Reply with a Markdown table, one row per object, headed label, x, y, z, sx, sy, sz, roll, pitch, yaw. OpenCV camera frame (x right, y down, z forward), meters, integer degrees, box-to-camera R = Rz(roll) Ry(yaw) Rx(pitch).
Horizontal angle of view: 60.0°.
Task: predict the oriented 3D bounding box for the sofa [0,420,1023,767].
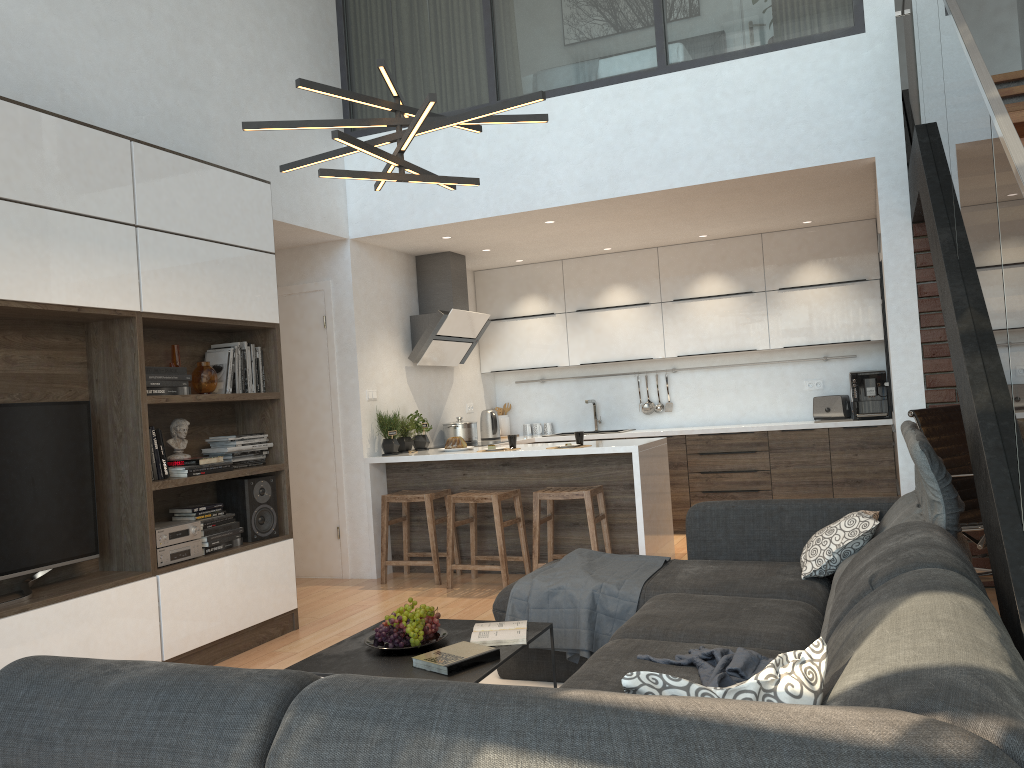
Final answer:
| label | x | y | z | sx | sy | sz | roll | pitch | yaw |
| --- | --- | --- | --- | --- | --- | --- | --- | --- | --- |
| sofa | 0.268 | 0.718 | 2.711 | 2.108 | 0.995 | 3.169 | -4 | -1 | 23 |

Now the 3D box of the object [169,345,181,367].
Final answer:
| label | x | y | z | sx | sy | sz | roll | pitch | yaw |
| --- | --- | --- | --- | --- | --- | --- | --- | --- | --- |
| object | -1.705 | -0.067 | 4.482 | 0.081 | 0.265 | 0.082 | -5 | -2 | 44 |

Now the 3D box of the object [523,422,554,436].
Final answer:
| label | x | y | z | sx | sy | sz | roll | pitch | yaw |
| --- | --- | --- | --- | --- | --- | --- | --- | --- | --- |
| object | 0.240 | 0.418 | 8.233 | 0.297 | 0.105 | 0.112 | -4 | -1 | 24 |

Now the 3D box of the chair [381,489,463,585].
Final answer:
| label | x | y | z | sx | sy | sz | roll | pitch | yaw |
| --- | --- | --- | --- | --- | --- | --- | --- | --- | --- |
| chair | -0.637 | 1.042 | 6.092 | 0.450 | 0.600 | 0.350 | -4 | -1 | 22 |

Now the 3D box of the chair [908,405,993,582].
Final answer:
| label | x | y | z | sx | sy | sz | roll | pitch | yaw |
| --- | --- | --- | --- | --- | --- | --- | --- | --- | --- |
| chair | 2.437 | 0.599 | 4.424 | 0.651 | 0.991 | 0.700 | -3 | -1 | -33 |

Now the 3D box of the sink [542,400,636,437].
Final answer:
| label | x | y | z | sx | sy | sz | roll | pitch | yaw |
| --- | --- | --- | --- | --- | --- | --- | --- | --- | --- |
| sink | 0.680 | 0.400 | 7.795 | 0.706 | 0.518 | 0.512 | -4 | -1 | 22 |

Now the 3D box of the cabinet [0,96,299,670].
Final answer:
| label | x | y | z | sx | sy | sz | roll | pitch | yaw |
| --- | --- | --- | --- | --- | --- | --- | --- | --- | --- |
| cabinet | -2.176 | 0.141 | 3.127 | 0.338 | 2.494 | 4.036 | -4 | -1 | 22 |

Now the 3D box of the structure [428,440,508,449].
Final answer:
| label | x | y | z | sx | sy | sz | roll | pitch | yaw |
| --- | --- | --- | --- | --- | --- | --- | --- | --- | --- |
| structure | -0.353 | 0.488 | 7.146 | 0.550 | 0.006 | 0.609 | -4 | -1 | 22 |

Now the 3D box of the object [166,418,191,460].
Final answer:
| label | x | y | z | sx | sy | sz | roll | pitch | yaw |
| --- | --- | --- | --- | --- | --- | --- | --- | --- | --- |
| object | -1.689 | 0.277 | 4.482 | 0.117 | 0.207 | 0.116 | -3 | -1 | -27 |

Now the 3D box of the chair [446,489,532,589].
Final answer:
| label | x | y | z | sx | sy | sz | roll | pitch | yaw |
| --- | --- | --- | --- | --- | --- | --- | --- | --- | --- |
| chair | -0.163 | 1.003 | 5.763 | 0.450 | 0.600 | 0.350 | -5 | -1 | 27 |

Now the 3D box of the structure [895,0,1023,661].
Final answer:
| label | x | y | z | sx | sy | sz | roll | pitch | yaw |
| --- | --- | --- | --- | --- | --- | --- | --- | --- | --- |
| structure | 2.305 | -0.415 | 3.366 | 1.289 | 3.460 | 5.660 | -4 | -1 | 22 |

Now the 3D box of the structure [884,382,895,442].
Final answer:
| label | x | y | z | sx | sy | sz | roll | pitch | yaw |
| --- | --- | --- | --- | --- | --- | --- | --- | --- | --- |
| structure | 2.886 | 0.116 | 6.212 | 0.495 | 0.570 | 0.595 | -4 | -1 | 22 |

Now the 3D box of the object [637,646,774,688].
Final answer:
| label | x | y | z | sx | sy | sz | roll | pitch | yaw |
| --- | --- | --- | --- | --- | --- | --- | --- | --- | --- |
| object | 0.578 | 0.766 | 2.160 | 0.411 | 0.118 | 0.905 | -4 | -1 | -2 |

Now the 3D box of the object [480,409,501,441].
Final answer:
| label | x | y | z | sx | sy | sz | roll | pitch | yaw |
| --- | --- | --- | --- | --- | --- | --- | --- | --- | --- |
| object | -0.200 | 0.358 | 7.825 | 0.179 | 0.270 | 0.220 | -4 | -1 | 10 |

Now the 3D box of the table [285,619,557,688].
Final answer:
| label | x | y | z | sx | sy | sz | roll | pitch | yaw |
| --- | --- | --- | --- | --- | --- | --- | --- | --- | --- |
| table | -0.294 | 1.077 | 3.109 | 0.700 | 0.323 | 0.700 | -4 | -1 | 22 |

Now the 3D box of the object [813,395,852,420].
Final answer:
| label | x | y | z | sx | sy | sz | roll | pitch | yaw |
| --- | --- | --- | --- | --- | --- | --- | --- | --- | --- |
| object | 2.590 | 0.191 | 7.189 | 0.260 | 0.195 | 0.177 | -5 | -2 | 43 |

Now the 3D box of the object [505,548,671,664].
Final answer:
| label | x | y | z | sx | sy | sz | roll | pitch | yaw |
| --- | --- | --- | --- | --- | --- | --- | --- | --- | --- |
| object | 0.362 | 0.935 | 3.774 | 0.548 | 0.369 | 0.685 | -5 | -1 | 30 |

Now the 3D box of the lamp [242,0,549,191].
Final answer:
| label | x | y | z | sx | sy | sz | roll | pitch | yaw |
| --- | --- | --- | --- | --- | --- | --- | --- | --- | --- |
| lamp | -0.516 | -2.542 | 3.203 | 1.200 | 3.645 | 0.831 | -5 | -1 | 32 |

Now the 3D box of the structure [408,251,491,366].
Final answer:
| label | x | y | z | sx | sy | sz | roll | pitch | yaw |
| --- | --- | --- | --- | --- | --- | --- | --- | --- | --- |
| structure | -0.511 | -0.656 | 7.206 | 0.407 | 0.998 | 0.898 | -4 | -1 | 22 |

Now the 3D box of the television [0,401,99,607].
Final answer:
| label | x | y | z | sx | sy | sz | roll | pitch | yaw |
| --- | --- | --- | --- | --- | --- | --- | --- | --- | --- |
| television | -2.097 | 0.469 | 3.373 | 0.229 | 0.779 | 1.220 | -4 | -1 | 22 |

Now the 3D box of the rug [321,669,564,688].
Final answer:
| label | x | y | z | sx | sy | sz | roll | pitch | yaw |
| --- | --- | --- | --- | --- | --- | --- | --- | --- | --- |
| rug | -0.329 | 1.259 | 3.276 | 1.606 | 0.013 | 2.496 | -4 | -1 | 22 |

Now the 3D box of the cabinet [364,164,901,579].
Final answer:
| label | x | y | z | sx | sy | sz | roll | pitch | yaw |
| --- | --- | --- | --- | --- | --- | --- | --- | --- | --- |
| cabinet | 1.002 | 0.038 | 6.689 | 3.495 | 2.401 | 2.401 | -4 | -1 | 22 |

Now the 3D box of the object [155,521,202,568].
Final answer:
| label | x | y | z | sx | sy | sz | roll | pitch | yaw |
| --- | --- | --- | --- | --- | --- | --- | --- | --- | --- |
| object | -1.668 | 0.759 | 4.204 | 0.270 | 0.174 | 0.285 | -4 | -1 | 22 |

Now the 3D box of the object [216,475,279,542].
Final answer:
| label | x | y | z | sx | sy | sz | roll | pitch | yaw |
| --- | --- | --- | --- | --- | --- | --- | --- | --- | --- |
| object | -1.430 | 0.675 | 4.821 | 0.244 | 0.331 | 0.214 | -5 | -1 | 32 |

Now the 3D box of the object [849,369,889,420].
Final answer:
| label | x | y | z | sx | sy | sz | roll | pitch | yaw |
| --- | --- | --- | --- | --- | --- | --- | --- | --- | --- |
| object | 2.801 | 0.081 | 6.938 | 0.274 | 0.378 | 0.532 | -4 | -1 | 22 |

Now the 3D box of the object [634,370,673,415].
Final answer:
| label | x | y | z | sx | sy | sz | roll | pitch | yaw |
| --- | --- | --- | --- | --- | --- | --- | --- | --- | --- |
| object | 1.253 | 0.075 | 7.843 | 0.320 | 0.389 | 0.069 | -4 | -1 | 24 |

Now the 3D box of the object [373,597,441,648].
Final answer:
| label | x | y | z | sx | sy | sz | roll | pitch | yaw |
| --- | --- | --- | --- | --- | --- | --- | --- | --- | --- |
| object | -0.383 | 0.838 | 3.150 | 0.256 | 0.173 | 0.279 | -4 | -1 | 20 |

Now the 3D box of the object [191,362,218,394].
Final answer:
| label | x | y | z | sx | sy | sz | roll | pitch | yaw |
| --- | --- | --- | --- | --- | --- | --- | --- | --- | --- |
| object | -1.579 | -0.027 | 4.553 | 0.130 | 0.171 | 0.130 | -3 | -1 | -28 |

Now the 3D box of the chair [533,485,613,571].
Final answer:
| label | x | y | z | sx | sy | sz | roll | pitch | yaw |
| --- | --- | --- | --- | --- | --- | --- | --- | --- | --- |
| chair | 0.378 | 0.963 | 5.624 | 0.450 | 0.600 | 0.350 | -4 | -1 | 20 |

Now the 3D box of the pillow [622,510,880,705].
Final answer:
| label | x | y | z | sx | sy | sz | roll | pitch | yaw |
| --- | --- | --- | --- | --- | --- | --- | --- | --- | --- |
| pillow | 0.860 | 0.616 | 2.580 | 0.386 | 0.364 | 2.734 | -4 | -1 | 26 |

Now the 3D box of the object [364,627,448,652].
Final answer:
| label | x | y | z | sx | sy | sz | roll | pitch | yaw |
| --- | --- | --- | --- | --- | --- | --- | --- | --- | --- |
| object | -0.374 | 0.908 | 3.141 | 0.295 | 0.026 | 0.295 | -4 | -1 | 16 |

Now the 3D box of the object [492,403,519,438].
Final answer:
| label | x | y | z | sx | sy | sz | roll | pitch | yaw |
| --- | --- | --- | --- | --- | --- | --- | --- | --- | --- |
| object | -0.104 | 0.336 | 8.244 | 0.221 | 0.316 | 0.330 | -4 | -1 | 22 |

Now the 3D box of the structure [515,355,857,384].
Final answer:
| label | x | y | z | sx | sy | sz | roll | pitch | yaw |
| --- | --- | --- | --- | --- | --- | --- | --- | --- | --- |
| structure | 1.419 | -0.120 | 7.781 | 3.000 | 0.045 | 0.050 | -4 | -1 | 22 |
